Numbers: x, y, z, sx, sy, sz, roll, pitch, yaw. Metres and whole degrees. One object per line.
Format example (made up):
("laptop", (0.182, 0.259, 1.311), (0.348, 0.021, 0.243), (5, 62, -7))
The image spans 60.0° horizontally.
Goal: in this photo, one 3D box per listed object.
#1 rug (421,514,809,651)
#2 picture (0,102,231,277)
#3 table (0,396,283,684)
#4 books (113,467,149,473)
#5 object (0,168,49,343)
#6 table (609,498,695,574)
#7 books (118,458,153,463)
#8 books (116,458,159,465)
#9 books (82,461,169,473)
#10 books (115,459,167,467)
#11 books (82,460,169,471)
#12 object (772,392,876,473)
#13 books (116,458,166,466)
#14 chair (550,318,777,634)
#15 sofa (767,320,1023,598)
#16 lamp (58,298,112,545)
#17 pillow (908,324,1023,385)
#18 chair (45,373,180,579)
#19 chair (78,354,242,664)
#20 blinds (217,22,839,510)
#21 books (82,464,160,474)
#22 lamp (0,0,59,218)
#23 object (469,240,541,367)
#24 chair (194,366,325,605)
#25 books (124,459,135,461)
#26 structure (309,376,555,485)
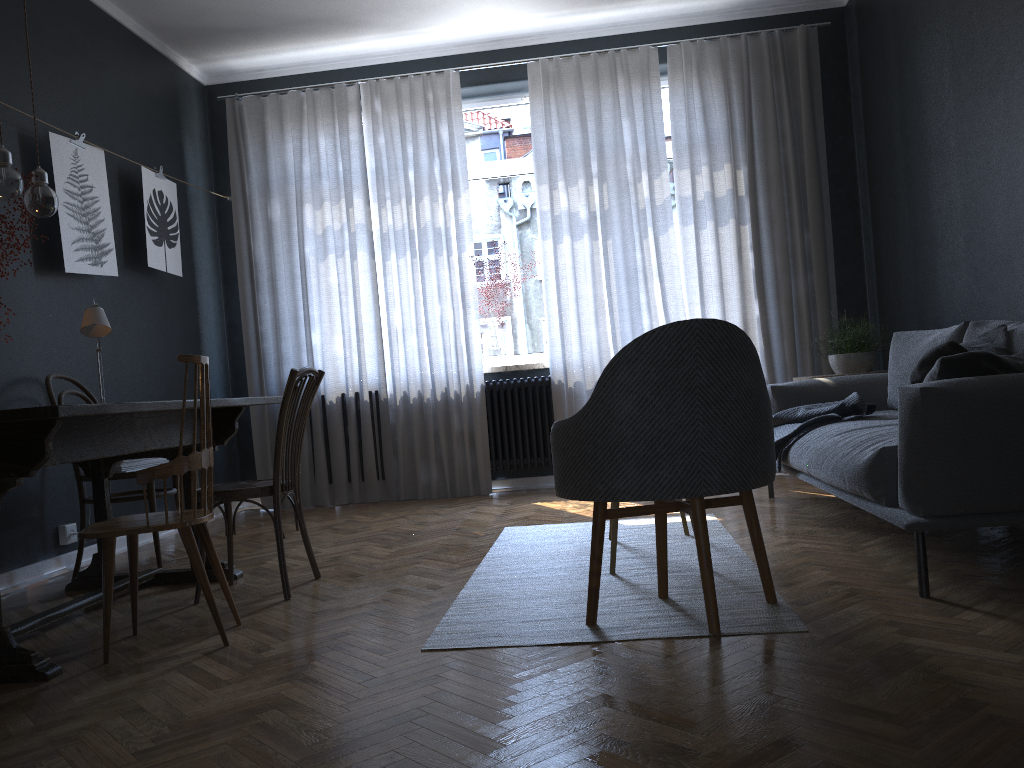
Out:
("rug", (0.358, 0.666, 3.286), (1.003, 0.013, 2.011), (-5, 0, 6))
("picture", (-2.153, -0.913, 3.923), (0.058, 0.771, 4.456), (-5, 0, 6))
("table", (-1.552, 0.458, 3.021), (1.126, 0.727, 1.604), (-5, 0, 6))
("books", (-1.760, 0.393, 4.052), (0.218, 0.008, 0.304), (-5, 0, 13))
("object", (-2.045, -0.330, 3.284), (0.638, 0.931, 0.557), (-5, 0, -24))
("table", (0.520, 0.379, 3.400), (0.339, 0.550, 0.787), (-5, 0, 6))
("books", (-1.765, 0.349, 4.056), (0.218, 0.008, 0.288), (-5, 0, 17))
("books", (-1.767, 0.354, 4.061), (0.218, 0.006, 0.304), (-5, 0, 18))
("books", (-1.761, 0.378, 4.052), (0.218, 0.008, 0.304), (-5, 0, 18))
("books", (-1.768, 0.366, 4.052), (0.218, 0.008, 0.288), (-5, 0, 19))
("books", (-1.761, 0.370, 4.050), (0.219, 0.013, 0.304), (-5, 0, 18))
("object", (1.381, 0.210, 4.097), (0.490, 0.329, 0.666), (-5, 0, 11))
("books", (-1.769, 0.360, 4.053), (0.218, 0.008, 0.288), (-5, 0, 19))
("chair", (0.468, 0.243, 2.467), (0.645, 0.811, 0.495), (-5, 0, -16))
("sofa", (1.623, 0.162, 3.491), (0.970, 0.798, 2.340), (-5, 0, 5))
("lamp", (-1.839, 0.191, 3.935), (0.242, 1.069, 0.800), (-5, 0, -40))
("pillow", (1.490, -0.011, 2.876), (0.442, 0.362, 0.797), (-5, 0, 24))
("chair", (-1.797, 0.388, 4.079), (0.549, 0.921, 0.438), (-5, 0, 4))
("chair", (-1.059, 0.354, 2.652), (0.383, 0.856, 0.456), (-5, 0, -9))
("blinds", (0.127, -0.702, 5.813), (3.993, 2.789, 0.312), (-5, 0, 6))
("books", (-1.761, 0.386, 4.050), (0.218, 0.007, 0.304), (-5, 0, 18))
("lamp", (-1.141, -1.436, 2.760), (1.591, 1.574, 0.582), (-5, 0, 37))
("object", (-0.097, -0.525, 5.930), (0.514, 0.809, 0.599), (-5, 0, -20))
("chair", (-0.936, 0.362, 3.297), (0.467, 0.820, 0.363), (-5, 0, 6))
("books", (-1.763, 0.342, 4.058), (0.218, 0.008, 0.304), (-5, 0, 17))
("structure", (-0.475, 0.307, 5.957), (1.847, 0.600, 0.215), (-5, 0, 6))
